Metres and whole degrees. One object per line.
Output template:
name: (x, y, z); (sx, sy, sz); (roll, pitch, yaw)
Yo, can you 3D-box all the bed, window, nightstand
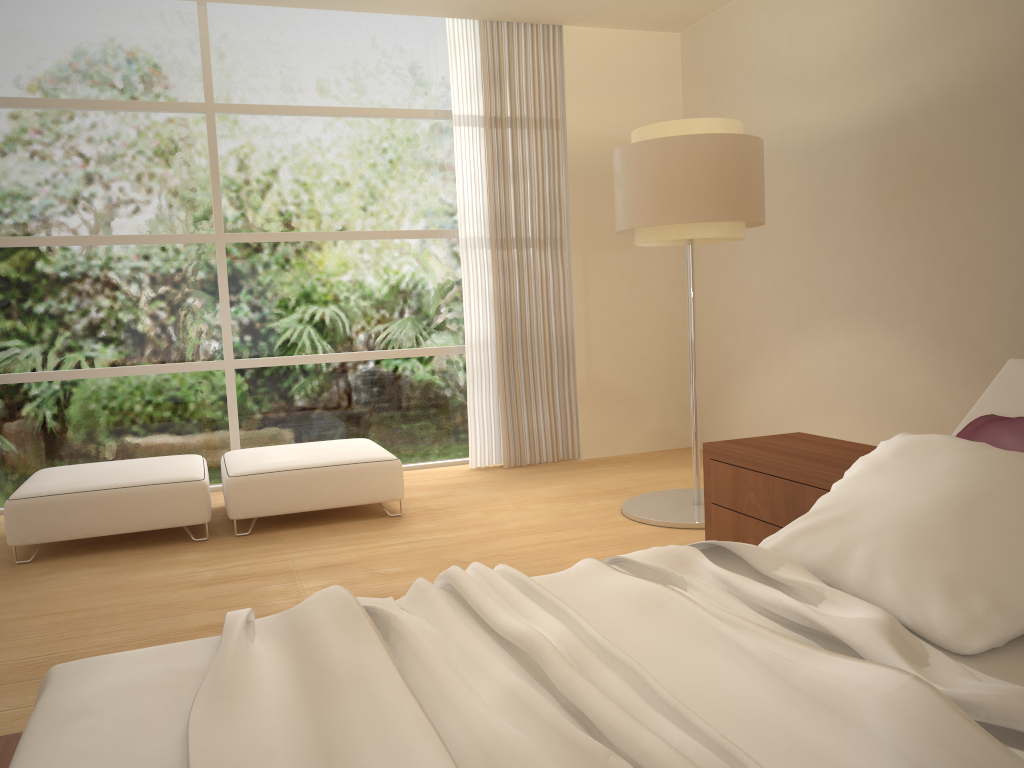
bed: (0.438, 0.733, 1.314); (2.535, 0.570, 2.599); (-5, 5, -19)
window: (-1.947, -0.970, 5.897); (4.781, 3.371, 0.071); (-5, 5, -19)
nightstand: (1.752, 0.638, 1.840); (0.493, 0.539, 4.220); (-5, 5, -19)

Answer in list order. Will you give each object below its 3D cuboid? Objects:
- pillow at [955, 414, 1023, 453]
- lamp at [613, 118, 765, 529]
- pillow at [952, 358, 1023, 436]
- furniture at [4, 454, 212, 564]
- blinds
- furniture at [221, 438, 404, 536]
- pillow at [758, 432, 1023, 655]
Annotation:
pillow: (1.375, 0.315, 1.673); (0.575, 0.369, 1.683); (-5, 5, -19)
lamp: (0.959, -0.323, 4.710); (0.817, 2.018, 0.817); (-1, 6, 23)
pillow: (1.677, 0.218, 1.785); (0.461, 0.457, 1.779); (-5, 5, -20)
furniture: (-2.176, 0.649, 4.899); (0.965, 0.346, 0.964); (-5, 5, -19)
blinds: (0.018, -1.088, 6.268); (0.814, 3.351, 0.202); (-5, 5, -20)
furniture: (-1.202, 0.572, 5.245); (0.965, 0.346, 0.964); (-5, 5, -19)
pillow: (1.124, 0.350, 1.578); (0.561, 0.339, 1.720); (-5, 5, -19)
